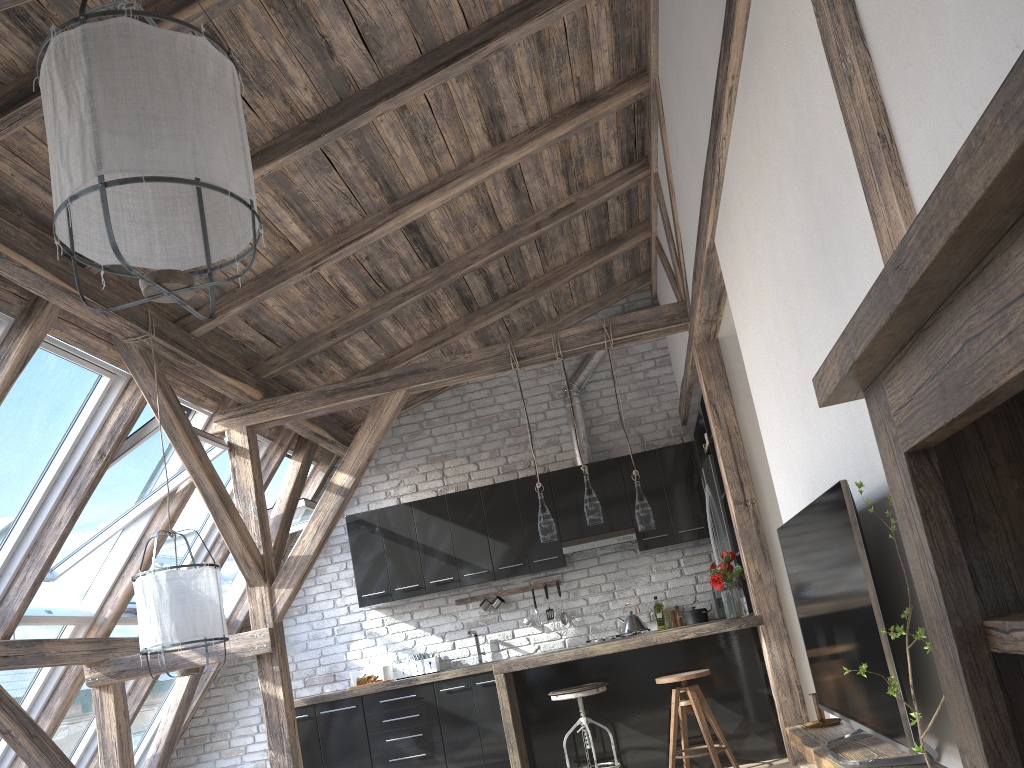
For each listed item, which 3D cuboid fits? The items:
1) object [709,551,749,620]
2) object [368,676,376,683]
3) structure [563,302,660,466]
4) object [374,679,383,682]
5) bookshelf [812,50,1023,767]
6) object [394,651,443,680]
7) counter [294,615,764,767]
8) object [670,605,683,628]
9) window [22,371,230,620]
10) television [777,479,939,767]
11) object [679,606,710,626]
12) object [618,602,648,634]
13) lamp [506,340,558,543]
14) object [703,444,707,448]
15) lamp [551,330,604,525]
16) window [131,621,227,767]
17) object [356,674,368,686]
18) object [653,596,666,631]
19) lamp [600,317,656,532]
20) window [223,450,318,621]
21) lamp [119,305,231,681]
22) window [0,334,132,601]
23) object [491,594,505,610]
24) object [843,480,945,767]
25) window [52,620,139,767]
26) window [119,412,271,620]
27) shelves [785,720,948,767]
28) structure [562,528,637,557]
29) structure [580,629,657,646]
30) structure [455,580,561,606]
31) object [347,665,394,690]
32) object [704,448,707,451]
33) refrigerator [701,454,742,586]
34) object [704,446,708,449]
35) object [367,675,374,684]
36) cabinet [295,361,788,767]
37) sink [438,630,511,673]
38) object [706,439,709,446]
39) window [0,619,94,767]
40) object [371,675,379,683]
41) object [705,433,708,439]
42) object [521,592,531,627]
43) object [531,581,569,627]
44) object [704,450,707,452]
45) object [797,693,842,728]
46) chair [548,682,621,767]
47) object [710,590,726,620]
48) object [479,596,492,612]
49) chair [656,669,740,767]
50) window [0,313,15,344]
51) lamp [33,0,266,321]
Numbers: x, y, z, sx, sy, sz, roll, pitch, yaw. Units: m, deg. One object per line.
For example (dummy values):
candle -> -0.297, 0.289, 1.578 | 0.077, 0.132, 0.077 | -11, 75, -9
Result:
object -> 1.308, 1.206, 5.292 | 0.257, 0.405, 0.313 | -21, -16, 39
object -> -1.145, 2.416, 7.191 | 0.072, 0.056, 0.086 | -6, -15, -17
structure -> 0.915, 0.028, 7.564 | 0.986, 1.254, 0.173 | -13, -10, 7
object -> -1.092, 2.436, 7.219 | 0.068, 0.016, 0.080 | -6, -17, -15
bookshelf -> 0.528, 0.293, 0.202 | 0.349, 1.144, 1.663 | -12, -15, 6
object -> -0.796, 2.386, 7.499 | 0.406, 0.196, 0.150 | -13, -13, 9
counter -> -0.155, 2.448, 6.313 | 3.824, 0.832, 2.296 | -13, -16, 7
object -> 1.352, 1.914, 7.255 | 0.081, 0.179, 0.040 | -15, -11, 20
window -> -2.528, 0.738, 5.397 | 1.411, 1.246, 0.874 | -13, -12, 7
television -> 0.935, 0.701, 2.531 | 0.207, 0.687, 1.129 | -12, -15, 6
object -> 1.481, 1.872, 7.125 | 0.248, 0.137, 0.214 | -12, -15, 5
object -> 0.956, 1.859, 7.018 | 0.221, 0.229, 0.228 | -10, -13, -3
lamp -> 0.104, 0.353, 5.520 | 0.109, 1.257, 0.229 | -12, -10, 8
object -> 1.465, 0.460, 6.442 | 0.096, 0.066, 0.107 | -21, -18, 33
lamp -> 0.383, 0.267, 5.495 | 0.109, 1.208, 0.242 | -14, -11, 18
window -> -2.936, 2.564, 7.110 | 1.100, 1.246, 0.874 | -12, -12, 7
object -> -1.229, 2.415, 7.183 | 0.089, 0.085, 0.089 | -7, -14, -16
object -> 1.223, 1.889, 7.260 | 0.089, 0.276, 0.083 | -11, -11, 2
lamp -> 0.694, 0.244, 5.440 | 0.110, 1.309, 0.230 | -12, -10, 8
window -> -2.247, 1.232, 7.196 | 1.525, 1.246, 0.874 | -13, -12, 7
lamp -> -1.702, 0.492, 4.333 | 0.407, 1.850, 0.410 | -2, -14, -41
window -> -2.626, 0.482, 4.492 | 1.100, 1.246, 0.874 | -12, -12, 7
object -> -0.118, 1.852, 7.490 | 0.119, 0.136, 0.094 | -17, -13, 23
object -> 0.793, 0.675, 1.530 | 0.274, 1.093, 0.529 | -10, -11, -7
window -> -3.082, 2.318, 6.211 | 1.100, 1.246, 0.874 | -12, -12, 7
window -> -2.334, 0.973, 6.289 | 1.100, 1.246, 0.874 | -12, -12, 7
shelves -> 0.996, 1.254, 2.427 | 0.332, 0.438, 1.642 | -12, -16, 6
structure -> 0.732, 1.316, 7.304 | 0.602, 0.101, 0.377 | -13, -16, 7
structure -> 0.858, 2.029, 7.062 | 0.607, 0.031, 0.508 | -13, -17, 7
structure -> -0.041, 1.780, 7.511 | 0.935, 0.045, 0.083 | -13, -15, 7
object -> -1.175, 2.448, 7.352 | 0.380, 0.130, 0.607 | -9, -16, -5
object -> 1.448, 0.463, 6.289 | 0.149, 0.025, 0.153 | 3, -22, -39
refrigerator -> 1.905, 1.426, 6.127 | 0.855, 1.875, 0.963 | -12, -12, 7
object -> 1.446, 0.452, 6.291 | 0.149, 0.025, 0.153 | 3, -22, -39
object -> -1.164, 2.432, 7.247 | 0.074, 0.065, 0.081 | -6, -15, -21
cabinet -> -0.098, 1.640, 6.497 | 4.228, 2.449, 2.140 | -13, -13, 7
sink -> -0.305, 2.279, 7.216 | 0.528, 0.503, 0.526 | -12, -14, 7
object -> 1.443, 0.419, 6.292 | 0.107, 0.066, 0.096 | -15, -15, 17
window -> -3.228, 2.073, 5.313 | 1.100, 1.246, 0.874 | -12, -12, 7
object -> -1.123, 2.419, 7.209 | 0.072, 0.053, 0.085 | -7, -15, -16
object -> 1.430, 0.377, 6.296 | 0.094, 0.066, 0.109 | -9, -15, -7
object -> 0.107, 1.895, 7.459 | 0.071, 0.318, 0.067 | -12, -10, 7
object -> 0.312, 1.860, 7.397 | 0.283, 0.372, 0.071 | -13, -10, 8
object -> 1.450, 0.473, 6.287 | 0.149, 0.025, 0.153 | 3, -22, -39
object -> 1.099, 1.163, 3.146 | 0.139, 0.110, 0.144 | -8, -14, -10
chair -> 0.445, 2.091, 5.156 | 0.361, 0.621, 0.354 | -21, -15, 39
object -> 1.664, 1.773, 7.059 | 0.088, 0.221, 0.360 | -12, -15, 6
object -> -0.222, 1.878, 7.511 | 0.118, 0.136, 0.095 | -13, -12, 9
chair -> 1.045, 1.968, 5.064 | 0.346, 0.581, 0.344 | -17, -13, 26
window -> -2.772, 0.237, 3.593 | 1.100, 1.246, 0.874 | -12, -12, 7
lamp -> -0.795, -0.689, 1.883 | 0.399, 1.057, 0.417 | -1, -15, -41
